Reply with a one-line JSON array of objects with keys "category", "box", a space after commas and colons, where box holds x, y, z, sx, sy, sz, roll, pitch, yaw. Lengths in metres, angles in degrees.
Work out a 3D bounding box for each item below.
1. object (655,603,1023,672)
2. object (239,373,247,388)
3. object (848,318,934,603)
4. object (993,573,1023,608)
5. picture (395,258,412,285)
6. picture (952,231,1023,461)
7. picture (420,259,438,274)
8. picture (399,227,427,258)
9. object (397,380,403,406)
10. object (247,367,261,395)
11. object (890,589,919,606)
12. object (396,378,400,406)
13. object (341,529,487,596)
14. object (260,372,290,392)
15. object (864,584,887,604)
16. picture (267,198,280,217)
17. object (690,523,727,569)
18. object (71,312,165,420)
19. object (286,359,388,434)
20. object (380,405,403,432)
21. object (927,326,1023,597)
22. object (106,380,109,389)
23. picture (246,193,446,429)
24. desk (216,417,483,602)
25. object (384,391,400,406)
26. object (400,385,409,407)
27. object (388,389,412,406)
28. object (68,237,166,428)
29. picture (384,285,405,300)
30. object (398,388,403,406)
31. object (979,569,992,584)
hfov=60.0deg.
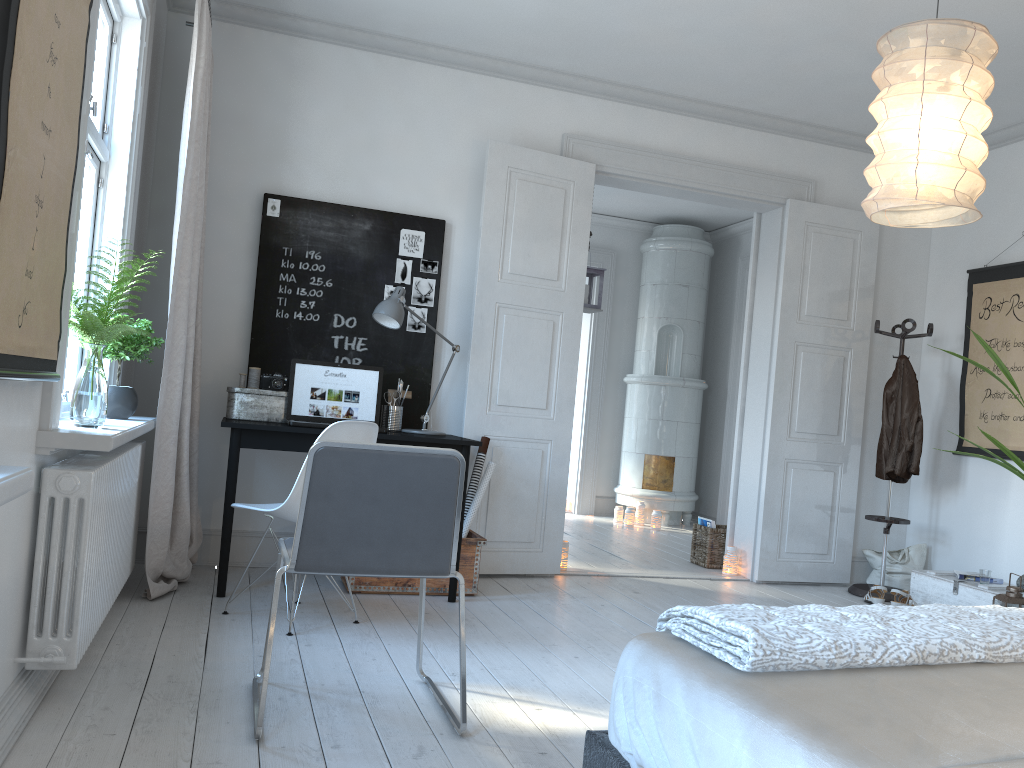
[{"category": "object", "box": [1.009, 0.497, 1.756, 1.461, 0.104, 0.405, 6, -2, -17]}, {"category": "object", "box": [-1.313, -0.016, 4.318, 0.040, 0.069, 0.040, 6, -1, -29]}, {"category": "object", "box": [2.292, 0.449, 5.340, 0.374, 1.658, 0.374, 5, -1, -10]}, {"category": "object", "box": [2.391, 1.084, 4.236, 0.132, 0.351, 0.138, 5, -1, 5]}, {"category": "picture", "box": [-0.578, -0.599, 4.725, 0.083, 0.146, 0.002, 5, -1, -17]}, {"category": "picture", "box": [2.881, -0.221, 5.059, 0.057, 1.313, 0.793, 5, -1, -17]}, {"category": "picture", "box": [-0.445, -0.633, 4.765, 0.095, 0.071, 0.001, 5, -1, -17]}, {"category": "picture", "box": [-0.532, -0.756, 4.736, 0.148, 0.154, 0.004, 5, -1, -17]}, {"category": "object", "box": [-0.586, 0.107, 4.533, 0.012, 0.264, 0.062, 5, -1, 25]}, {"category": "object", "box": [-1.241, -0.015, 4.271, 0.056, 0.130, 0.167, 5, -1, -19]}, {"category": "object", "box": [2.195, 1.199, 4.939, 0.272, 0.126, 0.099, 7, -2, -44]}, {"category": "object", "box": [-0.590, 0.104, 4.531, 0.008, 0.267, 0.060, 5, -1, 0]}, {"category": "object", "box": [-0.499, 0.863, 4.359, 0.665, 0.282, 0.339, 6, -1, -17]}, {"category": "object", "box": [-1.131, -0.012, 4.235, 0.137, 0.087, 0.073, 5, -1, -17]}, {"category": "object", "box": [2.067, 1.190, 5.046, 0.099, 0.126, 0.272, 5, -2, 15]}, {"category": "picture", "box": [-1.216, -0.900, 4.524, 0.061, 0.088, 0.004, 5, -1, -20]}, {"category": "object", "box": [1.374, 1.086, 5.936, 0.270, 0.265, 0.224, 5, -1, -17]}, {"category": "object", "box": [-1.506, -0.072, 3.378, 0.271, 0.407, 0.310, 4, -1, 33]}, {"category": "object", "box": [-0.813, 0.054, 4.159, 0.446, 0.315, 0.325, 5, -1, -17]}, {"category": "object", "box": [-0.613, 0.175, 4.510, 0.108, 0.128, 0.108, 5, -1, -2]}, {"category": "object", "box": [2.571, 0.499, 4.427, 1.043, 1.553, 0.289, 5, -1, 13]}, {"category": "object", "box": [-1.360, 0.057, 2.864, 0.097, 0.146, 0.097, 5, -1, -11]}, {"category": "picture", "box": [-0.868, -0.348, 4.671, 0.953, 1.172, 0.064, 5, -1, -17]}, {"category": "desk", "box": [-0.817, 0.594, 4.256, 1.160, 0.759, 0.651, 5, -1, -17]}, {"category": "object", "box": [-0.623, 0.134, 4.518, 0.081, 0.198, 0.050, 5, -1, 8]}, {"category": "object", "box": [-0.569, 0.121, 4.523, 0.084, 0.240, 0.009, 6, -1, -40]}, {"category": "object", "box": [-0.581, 0.137, 4.575, 0.138, 0.209, 0.034, 6, -1, -37]}, {"category": "object", "box": [-1.282, -0.151, 2.692, 0.414, 0.564, 0.305, 5, -1, 17]}, {"category": "picture", "box": [-0.627, -0.451, 4.711, 0.107, 0.150, 0.001, 5, -1, -17]}, {"category": "object", "box": [-0.583, 0.129, 4.524, 0.009, 0.222, 0.082, 5, -1, 12]}, {"category": "object", "box": [2.545, 1.043, 4.771, 0.060, 0.081, 0.060, 4, -1, 38]}]
